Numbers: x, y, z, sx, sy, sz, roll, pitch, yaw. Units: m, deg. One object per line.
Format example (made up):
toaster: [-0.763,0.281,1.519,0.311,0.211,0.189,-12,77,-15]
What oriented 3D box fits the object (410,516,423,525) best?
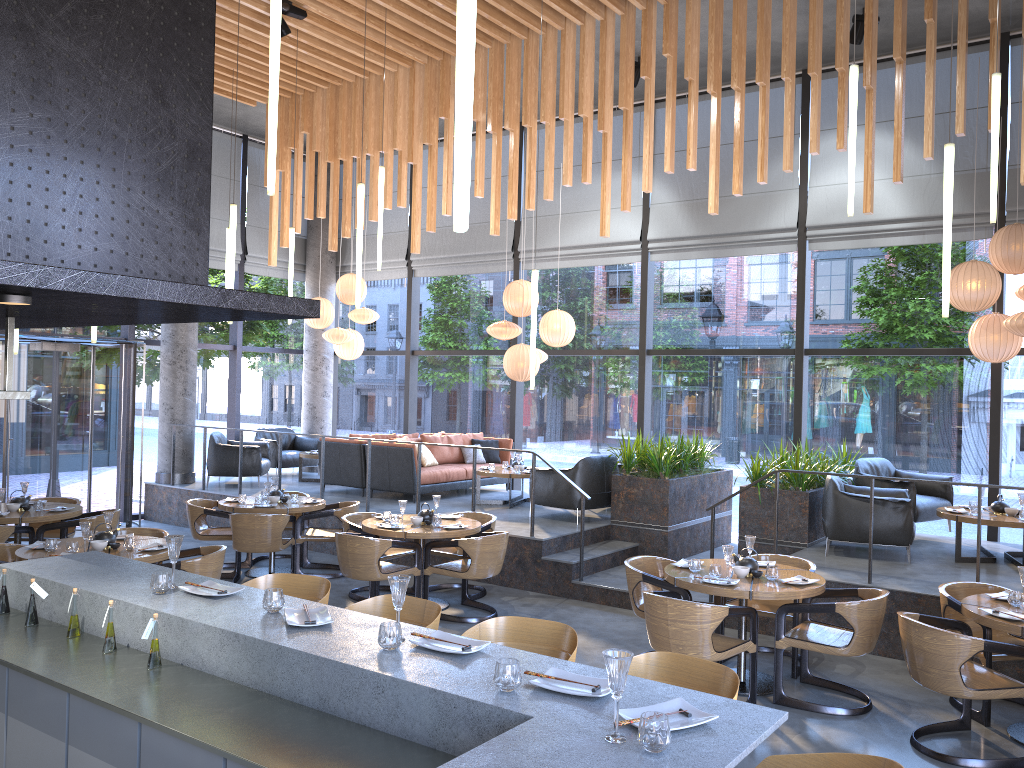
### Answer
object: [-0.867,1.246,8.071,0.116,0.065,0.116,2,0,-3]

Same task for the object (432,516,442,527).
object: [-0.676,1.239,7.994,0.086,0.086,0.086,2,0,-7]

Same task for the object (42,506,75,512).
object: [-4.273,1.178,8.314,0.170,0.025,0.294,1,0,16]

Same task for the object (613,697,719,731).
object: [0.406,0.926,2.456,0.294,0.025,0.170,2,0,-29]

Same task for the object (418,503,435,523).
object: [-0.793,1.191,8.198,0.163,0.179,0.168,2,0,-1]

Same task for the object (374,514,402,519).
object: [-1.185,1.259,8.387,0.170,0.025,0.294,1,0,32]

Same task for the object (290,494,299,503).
object: [-2.283,1.204,9.317,0.086,0.086,0.086,1,0,44]

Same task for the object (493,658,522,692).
object: [-0.013,0.886,2.695,0.086,0.086,0.086,2,0,-34]

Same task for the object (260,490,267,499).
object: [-2.669,1.195,9.565,0.086,0.086,0.086,2,0,-17]

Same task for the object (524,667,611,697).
object: [0.169,0.921,2.735,0.294,0.025,0.170,1,0,28]

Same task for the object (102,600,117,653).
object: [-1.609,0.968,3.536,0.029,0.203,0.077,1,0,26]

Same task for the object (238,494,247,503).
object: [-2.787,1.190,9.176,0.086,0.086,0.086,2,0,-24]

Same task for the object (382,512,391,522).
object: [-1.157,1.228,8.201,0.086,0.086,0.086,2,0,-30]

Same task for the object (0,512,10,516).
object: [-4.680,1.165,7.931,0.294,0.025,0.170,2,0,-7]

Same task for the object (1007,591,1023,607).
object: [3.109,1.326,5.474,0.086,0.086,0.086,2,0,-32]

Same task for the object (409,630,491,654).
object: [-0.240,0.913,3.128,0.294,0.025,0.170,1,0,33]

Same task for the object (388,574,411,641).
object: [-0.409,0.807,3.189,0.082,0.227,0.082,2,0,-20]

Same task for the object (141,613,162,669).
object: [-1.364,0.973,3.360,0.076,0.203,0.042,2,0,-22]

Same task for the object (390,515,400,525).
object: [-1.057,1.230,8.015,0.086,0.086,0.086,2,0,-30]

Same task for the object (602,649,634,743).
object: [0.276,0.821,2.332,0.082,0.227,0.082,1,0,7]

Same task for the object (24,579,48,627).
object: [-2.082,0.957,3.896,0.096,0.203,0.048,2,0,-10]

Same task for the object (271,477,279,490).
object: [-2.570,1.127,9.608,0.082,0.227,0.082,1,0,17]

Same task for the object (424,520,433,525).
object: [-0.758,1.260,8.062,0.080,0.042,0.080,2,0,-31]

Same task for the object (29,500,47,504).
object: [-4.745,1.167,8.717,0.294,0.025,0.170,2,0,-19]

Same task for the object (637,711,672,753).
object: [0.364,0.893,2.271,0.086,0.086,0.086,2,0,-27]

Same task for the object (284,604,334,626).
object: [-0.794,0.900,3.442,0.170,0.025,0.294,2,0,-18]

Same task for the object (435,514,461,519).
object: [-0.652,1.273,8.518,0.294,0.025,0.170,1,0,20]

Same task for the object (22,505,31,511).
object: [-4.540,1.162,8.295,0.080,0.042,0.080,2,0,-2]

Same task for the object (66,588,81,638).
object: [-1.843,0.963,3.736,0.057,0.203,0.038,2,0,-30]

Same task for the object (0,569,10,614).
object: [-2.335,0.951,4.049,0.040,0.203,0.100,1,0,7]

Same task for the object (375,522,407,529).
object: [-1.095,1.259,7.867,0.294,0.025,0.170,1,0,32]

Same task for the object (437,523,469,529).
object: [-0.538,1.274,7.908,0.294,0.025,0.170,2,0,-35]

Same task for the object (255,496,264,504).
object: [-2.593,1.194,9.093,0.086,0.086,0.086,1,0,21]

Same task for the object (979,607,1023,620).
object: [2.901,1.351,5.171,0.170,0.025,0.294,2,0,-17]

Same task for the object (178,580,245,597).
object: [-1.319,0.888,3.841,0.294,0.025,0.170,1,0,33]

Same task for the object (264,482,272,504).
object: [-2.506,1.126,9.103,0.082,0.227,0.082,2,0,-34]

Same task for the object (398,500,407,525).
object: [-0.983,1.160,7.969,0.082,0.227,0.082,1,0,5]

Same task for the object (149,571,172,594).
object: [-1.503,0.852,3.794,0.086,0.086,0.086,1,0,35]

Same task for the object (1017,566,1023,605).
object: [3.198,1.258,5.533,0.082,0.227,0.082,1,0,7]

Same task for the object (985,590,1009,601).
object: [3.150,1.359,5.659,0.294,0.025,0.170,2,0,-29]

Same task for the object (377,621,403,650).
object: [-0.423,0.877,3.081,0.086,0.086,0.086,1,0,35]

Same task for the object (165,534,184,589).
object: [-1.488,0.782,3.902,0.082,0.227,0.082,2,0,-20]

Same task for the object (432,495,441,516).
object: [-0.716,1.169,8.402,0.082,0.227,0.082,2,0,-22]

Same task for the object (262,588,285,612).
object: [-0.953,0.865,3.541,0.086,0.086,0.086,1,0,11]
